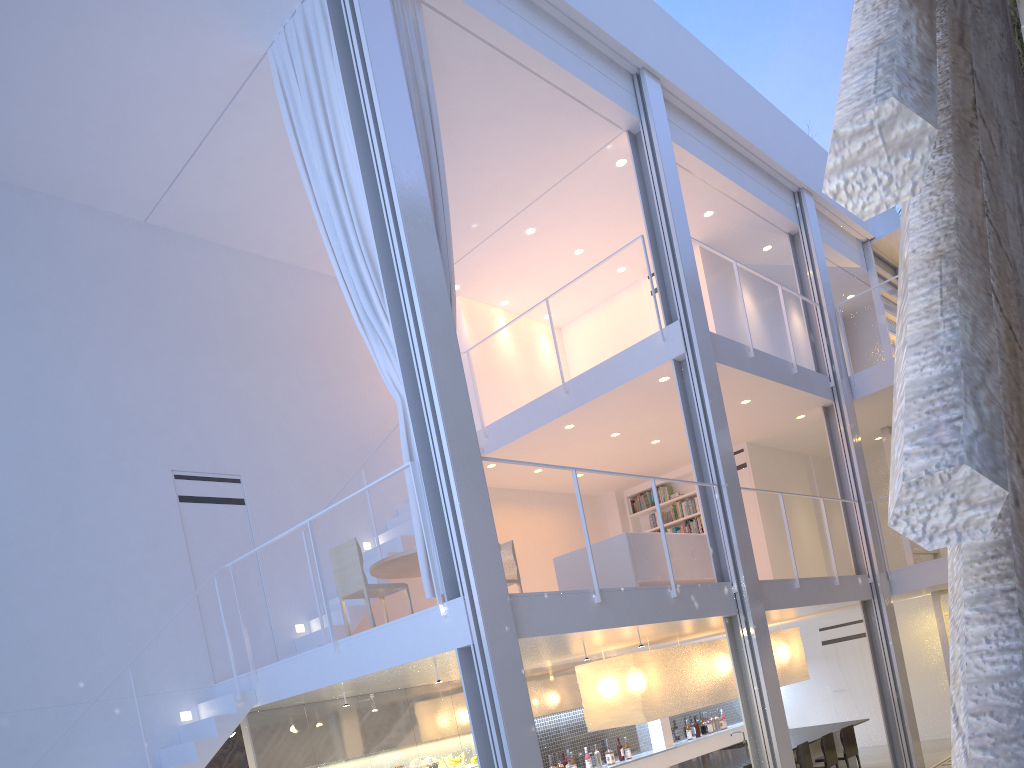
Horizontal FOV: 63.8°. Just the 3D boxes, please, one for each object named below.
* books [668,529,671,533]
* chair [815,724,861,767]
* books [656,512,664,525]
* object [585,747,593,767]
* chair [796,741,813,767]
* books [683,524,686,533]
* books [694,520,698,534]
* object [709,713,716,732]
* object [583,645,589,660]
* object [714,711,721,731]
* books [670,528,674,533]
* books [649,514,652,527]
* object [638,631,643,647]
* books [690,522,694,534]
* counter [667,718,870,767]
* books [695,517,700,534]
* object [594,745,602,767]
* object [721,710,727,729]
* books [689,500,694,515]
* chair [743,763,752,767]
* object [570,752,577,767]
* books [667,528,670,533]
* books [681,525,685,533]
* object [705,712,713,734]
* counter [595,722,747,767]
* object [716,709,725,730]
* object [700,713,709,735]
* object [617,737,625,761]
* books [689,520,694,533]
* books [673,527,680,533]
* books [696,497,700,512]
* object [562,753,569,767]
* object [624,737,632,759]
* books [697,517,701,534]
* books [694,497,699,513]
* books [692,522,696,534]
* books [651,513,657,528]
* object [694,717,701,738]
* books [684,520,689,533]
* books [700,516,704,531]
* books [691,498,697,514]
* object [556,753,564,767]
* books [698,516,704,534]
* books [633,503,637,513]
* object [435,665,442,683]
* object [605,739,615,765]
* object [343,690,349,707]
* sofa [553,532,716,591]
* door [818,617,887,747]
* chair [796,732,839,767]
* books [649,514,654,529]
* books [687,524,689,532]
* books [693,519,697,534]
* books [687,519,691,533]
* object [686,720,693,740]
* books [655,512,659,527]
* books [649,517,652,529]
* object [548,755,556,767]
[{"bbox_3d":[1.295,1.224,6.599,0.016,0.123,0.094,-11,-6,42],"label":"books"},{"bbox_3d":[2.253,2.597,5.715,0.254,0.418,0.187,-17,-6,43],"label":"chair"},{"bbox_3d":[0.054,1.660,5.548,3.544,1.596,0.031,4,-10,-41],"label":"books"},{"bbox_3d":[0.558,2.760,6.053,0.045,0.177,0.042,-12,-1,43],"label":"object"},{"bbox_3d":[1.776,2.506,5.241,0.253,0.418,0.187,-16,-5,37],"label":"chair"},{"bbox_3d":[1.393,1.169,6.507,0.016,0.120,0.088,-11,-5,42],"label":"books"},{"bbox_3d":[1.464,1.124,6.433,0.005,0.123,0.094,-11,-6,42],"label":"books"},{"bbox_3d":[1.794,3.030,7.367,0.046,0.178,0.046,-11,-1,-2],"label":"object"},{"bbox_3d":[0.368,1.347,4.131,0.028,0.075,0.031,-10,-3,-37],"label":"object"},{"bbox_3d":[1.843,3.032,7.396,0.048,0.178,0.044,-12,-1,42],"label":"object"},{"bbox_3d":[1.308,1.216,6.586,0.008,0.123,0.095,-11,-6,42],"label":"books"},{"bbox_3d":[0.034,1.664,5.562,3.530,1.591,0.042,6,-12,-43],"label":"books"},{"bbox_3d":[0.606,1.208,3.898,0.028,0.075,0.031,-10,-3,-37],"label":"object"},{"bbox_3d":[1.438,1.143,6.460,0.016,0.118,0.092,-11,-6,42],"label":"books"},{"bbox_3d":[1.627,2.727,5.676,0.873,0.351,2.528,-26,-25,38],"label":"counter"},{"bbox_3d":[1.470,1.114,6.429,0.009,0.139,0.089,-11,-4,42],"label":"books"},{"bbox_3d":[0.639,2.782,6.149,0.046,0.178,0.046,-11,-1,-1],"label":"object"},{"bbox_3d":[1.924,3.052,7.492,0.042,0.177,0.045,-11,-1,-36],"label":"object"},{"bbox_3d":[0.159,1.579,5.426,3.594,1.579,0.038,2,-8,-36],"label":"books"},{"bbox_3d":[1.319,2.404,4.747,0.254,0.418,0.187,-17,-6,43],"label":"chair"},{"bbox_3d":[-0.390,2.505,5.065,0.061,0.281,2.436,-12,-16,42],"label":"object"},{"bbox_3d":[1.285,1.224,6.612,0.016,0.136,0.088,-11,-4,42],"label":"books"},{"bbox_3d":[1.380,1.178,6.519,0.021,0.118,0.091,-12,-6,42],"label":"books"},{"bbox_3d":[1.744,3.012,7.315,0.048,0.194,0.046,-12,-1,43],"label":"object"},{"bbox_3d":[1.357,3.210,6.819,0.245,0.414,3.650,-16,-19,41],"label":"counter"},{"bbox_3d":[1.878,3.036,7.448,0.046,0.194,0.048,-11,-1,-7],"label":"object"},{"bbox_3d":[1.687,2.997,7.250,0.048,0.194,0.045,-12,-1,41],"label":"object"},{"bbox_3d":[0.837,2.824,6.364,0.046,0.185,0.045,-12,-1,33],"label":"object"},{"bbox_3d":[1.430,1.142,6.476,0.016,0.136,0.078,-11,-4,42],"label":"books"},{"bbox_3d":[1.327,1.211,6.585,0.021,0.125,0.069,-12,-4,42],"label":"books"},{"bbox_3d":[0.195,1.562,5.403,3.583,1.578,0.040,2,-7,-35],"label":"books"},{"bbox_3d":[-0.354,2.527,5.135,0.070,0.277,2.152,-12,-16,42],"label":"object"},{"bbox_3d":[0.897,2.834,6.403,0.043,0.173,0.042,-12,-1,12],"label":"object"},{"bbox_3d":[1.482,1.109,6.418,0.010,0.134,0.088,-11,-4,42],"label":"books"},{"bbox_3d":[0.182,1.580,5.417,3.584,1.603,0.038,2,-7,-35],"label":"books"},{"bbox_3d":[1.453,1.137,6.451,0.019,0.115,0.084,-11,-6,42],"label":"books"},{"bbox_3d":[0.041,1.656,5.536,3.577,1.590,0.041,5,-11,-42],"label":"books"},{"bbox_3d":[1.597,2.973,7.131,0.046,0.185,0.045,-12,-1,33],"label":"object"},{"bbox_3d":[1.402,1.150,6.497,0.016,0.146,0.086,-11,-4,42],"label":"books"},{"bbox_3d":[1.502,1.097,6.402,0.021,0.139,0.083,-11,-4,42],"label":"books"},{"bbox_3d":[0.183,1.570,5.428,3.560,1.569,0.047,2,-7,-36],"label":"books"},{"bbox_3d":[-0.364,2.508,5.082,0.111,0.277,2.075,-14,-17,43],"label":"object"},{"bbox_3d":[1.491,1.103,6.411,0.011,0.138,0.085,-11,-4,42],"label":"books"},{"bbox_3d":[1.040,1.031,6.810,0.022,0.094,0.062,-12,-5,42],"label":"books"},{"bbox_3d":[-0.310,1.201,3.412,0.028,0.075,0.031,-10,-3,-37],"label":"object"},{"bbox_3d":[0.736,2.787,6.229,0.048,0.194,0.046,-12,-1,43],"label":"object"},{"bbox_3d":[-0.789,1.482,3.882,0.028,0.075,0.031,-10,-3,-37],"label":"object"},{"bbox_3d":[0.761,1.086,4.632,0.534,0.346,0.987,-23,-22,39],"label":"sofa"},{"bbox_3d":[0.939,2.581,5.992,5.468,1.140,0.505,3,-11,-35],"label":"door"},{"bbox_3d":[2.020,2.548,5.473,0.253,0.418,0.187,-16,-5,39],"label":"chair"},{"bbox_3d":[0.056,1.645,5.556,3.521,1.558,0.028,6,-11,-43],"label":"books"},{"bbox_3d":[1.416,1.161,6.491,0.007,0.114,0.080,-11,-5,42],"label":"books"},{"bbox_3d":[1.458,1.125,6.438,0.008,0.128,0.094,-11,-5,42],"label":"books"},{"bbox_3d":[1.419,1.142,6.484,0.011,0.146,0.081,-11,-3,42],"label":"books"},{"bbox_3d":[1.515,2.970,7.065,0.043,0.173,0.042,-12,-1,12],"label":"object"},{"bbox_3d":[0.053,1.637,5.536,3.554,1.564,0.038,5,-11,-42],"label":"books"},{"bbox_3d":[0.022,1.666,5.572,3.552,1.566,0.083,6,-12,-44],"label":"books"},{"bbox_3d":[-0.397,2.502,5.048,0.049,0.277,2.002,-11,-16,42],"label":"object"}]
